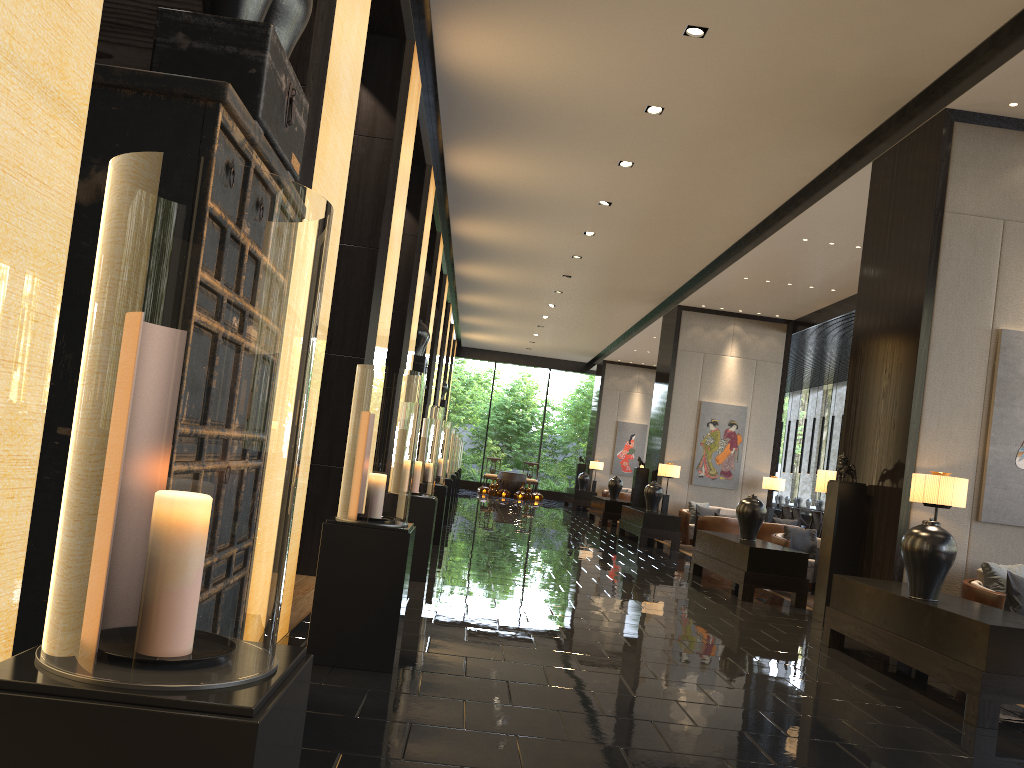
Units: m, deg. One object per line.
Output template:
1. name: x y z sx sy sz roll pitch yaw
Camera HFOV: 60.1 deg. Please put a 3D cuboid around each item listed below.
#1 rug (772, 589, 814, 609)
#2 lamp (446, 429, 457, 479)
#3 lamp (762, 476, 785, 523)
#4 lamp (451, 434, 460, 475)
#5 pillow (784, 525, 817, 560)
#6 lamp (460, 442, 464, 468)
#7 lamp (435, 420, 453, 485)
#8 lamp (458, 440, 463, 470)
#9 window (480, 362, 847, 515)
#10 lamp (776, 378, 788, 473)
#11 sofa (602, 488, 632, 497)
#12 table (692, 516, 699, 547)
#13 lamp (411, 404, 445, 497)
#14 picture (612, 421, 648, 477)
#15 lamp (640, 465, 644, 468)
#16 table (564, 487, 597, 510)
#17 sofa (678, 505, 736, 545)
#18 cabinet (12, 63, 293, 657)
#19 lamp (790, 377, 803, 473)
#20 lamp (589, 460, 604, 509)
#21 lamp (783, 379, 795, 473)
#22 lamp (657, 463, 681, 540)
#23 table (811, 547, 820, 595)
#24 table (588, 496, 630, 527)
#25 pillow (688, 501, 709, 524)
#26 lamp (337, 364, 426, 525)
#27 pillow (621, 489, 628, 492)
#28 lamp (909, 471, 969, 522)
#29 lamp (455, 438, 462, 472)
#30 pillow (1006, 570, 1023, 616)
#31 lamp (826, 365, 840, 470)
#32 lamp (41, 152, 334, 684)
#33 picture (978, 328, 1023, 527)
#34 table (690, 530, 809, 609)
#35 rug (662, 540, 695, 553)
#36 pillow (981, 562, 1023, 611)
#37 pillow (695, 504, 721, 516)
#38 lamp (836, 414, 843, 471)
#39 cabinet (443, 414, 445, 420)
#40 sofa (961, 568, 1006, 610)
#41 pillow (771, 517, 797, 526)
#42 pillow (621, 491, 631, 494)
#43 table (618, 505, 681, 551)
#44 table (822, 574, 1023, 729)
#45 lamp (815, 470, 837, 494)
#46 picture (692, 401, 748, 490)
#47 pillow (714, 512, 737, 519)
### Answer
1. rug: 3.838 2.339 9.338 2.041 0.008 2.247 7 -5 -2
2. lamp: -1.026 1.014 13.068 0.337 0.728 0.337 7 -2 0
3. lamp: 4.520 2.287 15.503 0.374 1.348 0.376 7 -2 17
4. lamp: -1.158 1.254 16.001 0.337 0.728 0.337 7 -2 0
5. pillow: 3.344 1.841 10.273 0.399 0.361 0.222 7 -3 -2
6. lamp: -1.557 1.974 24.800 0.337 0.728 0.337 8 -2 -15
7. lamp: -0.893 0.774 10.136 0.336 0.728 0.337 7 -2 3
8. lamp: -1.424 1.734 21.867 0.337 0.728 0.337 7 -2 0
9. window: 2.513 0.280 12.038 12.056 4.218 31.967 7 -5 -2
10. lamp: 6.653 0.976 21.795 0.060 2.416 0.060 8 -2 -37
11. sofa: 3.161 3.222 24.333 1.449 0.692 0.604 7 -3 -2
12. table: 3.582 2.507 14.595 1.042 0.516 0.577 7 -3 -2
13. lamp: -0.760 0.534 7.203 0.338 0.728 0.336 8 -3 -29
14. picture: 3.300 1.836 24.792 0.835 1.499 0.037 7 -2 -2
15. lamp: 2.592 2.197 17.230 0.374 1.348 0.376 7 -2 17
16. table: 1.806 3.048 23.346 0.620 0.512 1.965 7 -5 -2
17. sofa: 3.570 2.484 15.318 1.449 0.692 0.604 7 -3 -2
18. cabinet: -1.149 0.179 2.854 0.548 1.919 1.190 7 -3 -2
19. lamp: 6.699 0.893 20.776 0.060 2.416 0.060 8 -2 -37
20. lamp: 2.267 2.784 24.406 0.374 1.348 0.376 6 -2 27
21. lamp: 6.676 0.935 21.288 0.060 2.416 0.060 8 -2 -37
22. lamp: 2.674 2.049 15.424 0.374 1.348 0.376 7 -2 17
23. table: 3.818 2.081 9.387 1.042 0.516 0.577 7 -3 -2
24. table: 2.038 2.629 18.236 0.620 0.512 1.965 7 -5 -2
25. pillow: 3.259 2.251 15.408 0.434 0.399 0.201 9 -3 -24
26. lamp: -0.627 0.294 4.270 0.338 0.728 0.336 8 -3 -29
27. pillow: 2.956 3.009 24.272 0.472 0.360 0.219 8 -3 -6
28. lamp: 3.077 1.321 6.509 0.376 1.345 0.374 9 -2 -41
29. lamp: -1.291 1.494 18.934 0.337 0.728 0.337 7 -2 0
30. pillow: 3.765 1.546 6.395 0.472 0.360 0.219 8 -3 -6
31. lamp: 6.792 0.724 18.718 0.060 2.416 0.060 8 -2 -37
32. lamp: -0.497 0.058 1.384 0.336 0.728 0.338 7 -2 7
33. picture: 4.112 0.368 6.862 0.835 1.499 0.037 7 -2 -2
34. table: 2.443 1.897 9.287 0.620 0.512 1.965 7 -5 -2
35. rug: 3.606 2.760 14.475 1.958 0.008 2.247 7 -5 -2
36. pillow: 3.660 1.525 6.546 0.434 0.399 0.201 9 -3 -24
37. pillow: 3.364 2.271 15.257 0.472 0.360 0.219 8 -3 -6
38. lamp: 6.816 0.682 18.205 0.060 2.416 0.060 8 -2 -37
39. cabinet: -1.945 1.617 20.424 0.548 1.919 1.190 7 -3 -2
40. sofa: 3.971 1.758 6.455 1.449 0.692 0.604 7 -3 -2
41. pillow: 4.131 2.223 13.509 0.399 0.361 0.222 7 -3 -2
42. pillow: 2.871 2.855 22.487 0.441 0.337 0.205 7 -3 5
43. table: 2.212 2.313 14.374 0.620 0.512 1.965 7 -5 -2
44. table: 2.618 1.581 5.425 0.620 0.512 1.965 7 -5 -2
45. lamp: 2.994 1.483 8.314 0.374 1.316 0.376 5 -2 42
46. picture: 3.708 1.099 15.793 0.835 1.499 0.037 7 -2 -2
47. pillow: 3.279 2.117 13.471 0.441 0.337 0.205 7 -3 5
